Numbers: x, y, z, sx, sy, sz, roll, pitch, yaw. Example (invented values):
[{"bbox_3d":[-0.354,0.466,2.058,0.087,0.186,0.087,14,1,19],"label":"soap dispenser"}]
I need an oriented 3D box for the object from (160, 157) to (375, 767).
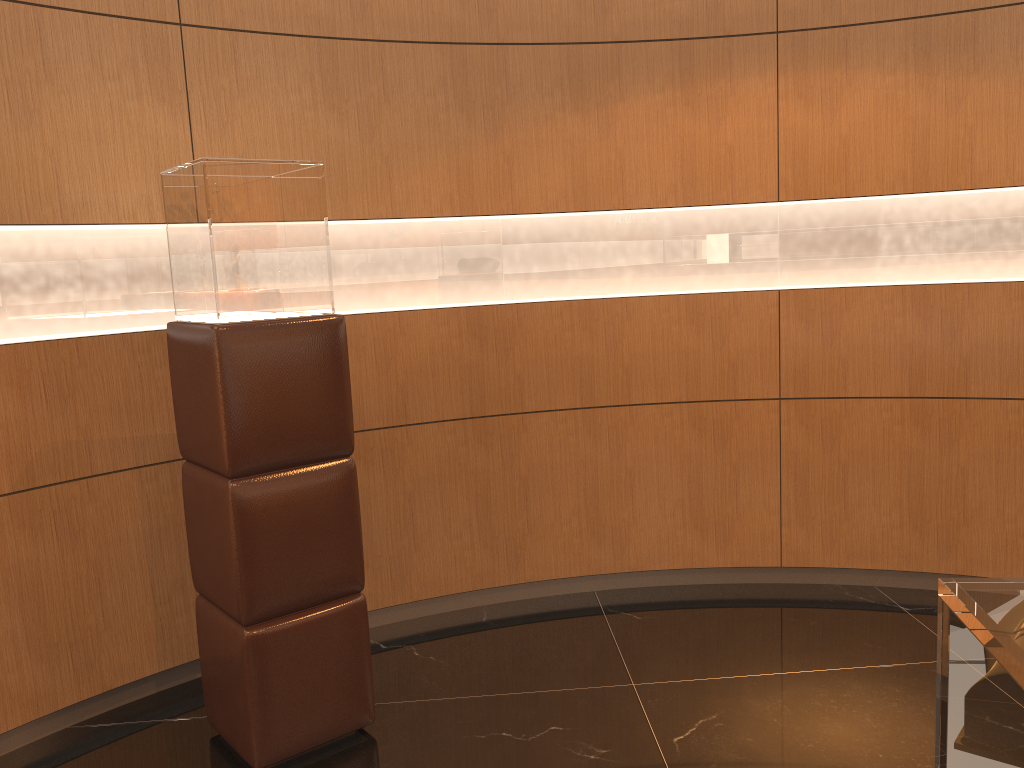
[{"bbox_3d":[-0.851,0.268,3.077,0.484,2.000,0.498,-9,10,-38],"label":"object"}]
